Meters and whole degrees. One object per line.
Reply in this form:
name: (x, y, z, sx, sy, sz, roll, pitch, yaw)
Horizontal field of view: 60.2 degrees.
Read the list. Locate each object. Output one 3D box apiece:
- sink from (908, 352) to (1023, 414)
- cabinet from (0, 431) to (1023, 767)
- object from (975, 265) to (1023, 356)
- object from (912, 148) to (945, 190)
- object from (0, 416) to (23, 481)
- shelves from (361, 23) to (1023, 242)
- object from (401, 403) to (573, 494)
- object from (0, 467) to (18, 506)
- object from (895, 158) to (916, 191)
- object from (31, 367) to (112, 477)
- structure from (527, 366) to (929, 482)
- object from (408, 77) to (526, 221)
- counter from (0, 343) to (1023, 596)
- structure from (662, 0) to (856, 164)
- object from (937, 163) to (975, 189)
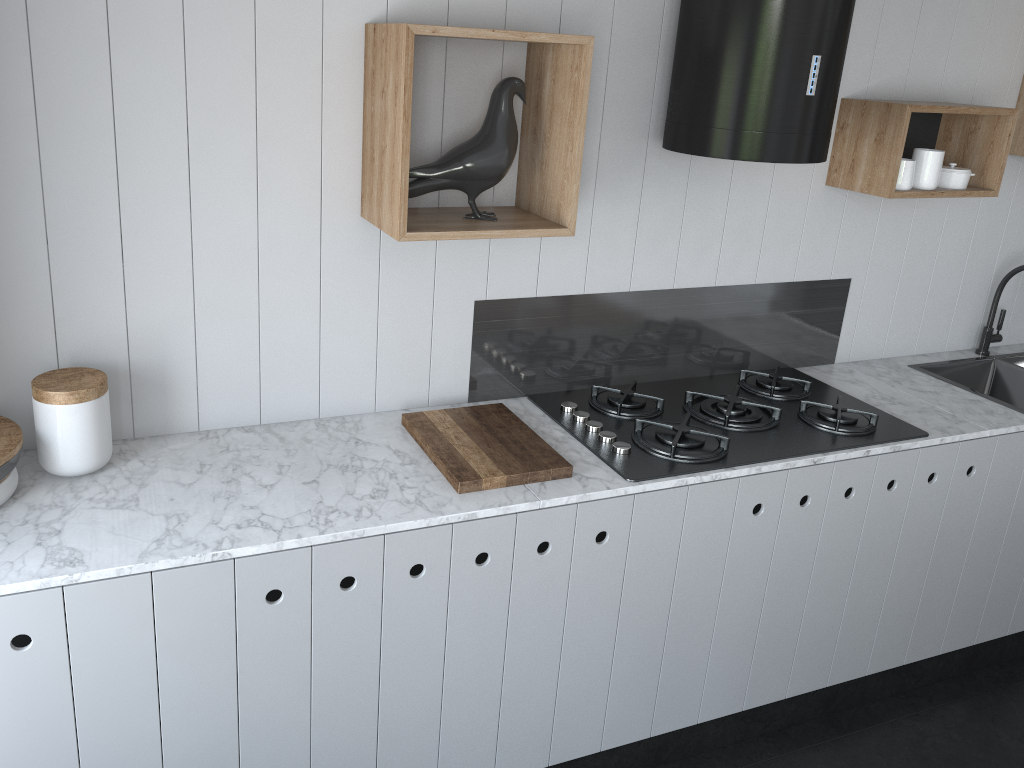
sink: (1.967, 0.040, 3.059, 1.153, 0.164, 0.469, -6, 22, -23)
cabinet: (1.499, 0.482, 2.705, 6.001, 0.737, 0.010, -6, 21, -23)
object: (1.783, -0.231, 3.038, 0.089, 0.369, 0.300, -4, 21, -25)
object: (1.218, -0.631, 2.604, 0.084, 0.114, 0.088, -5, 21, -24)
object: (-1.200, 0.156, 1.810, 0.368, 0.065, 0.356, 12, 22, 23)
shelves: (1.316, -0.765, 2.664, 3.507, 0.786, 0.310, -6, 21, -23)
object: (-0.073, 0.149, 2.198, 0.285, 0.030, 0.414, -6, 23, -24)
object: (-1.204, 0.210, 1.828, 0.330, 0.054, 0.326, 8, 21, 13)
object: (1.126, -0.609, 2.570, 0.084, 0.087, 0.083, 8, 20, 10)
object: (-0.976, 0.088, 1.966, 0.159, 0.209, 0.151, 16, 23, 31)
structure: (0.600, 0.068, 2.489, 0.963, 0.047, 0.574, -6, 23, -23)
object: (-0.124, -0.560, 2.095, 0.328, 0.329, 0.144, -4, 21, -22)
counter: (1.405, 0.020, 2.833, 6.004, 0.020, 0.600, -6, 22, -23)
structure: (0.638, -1.011, 2.184, 0.423, 0.856, 0.411, 11, 20, 20)
object: (1.334, -0.636, 2.688, 0.112, 0.072, 0.126, 22, 27, 40)
